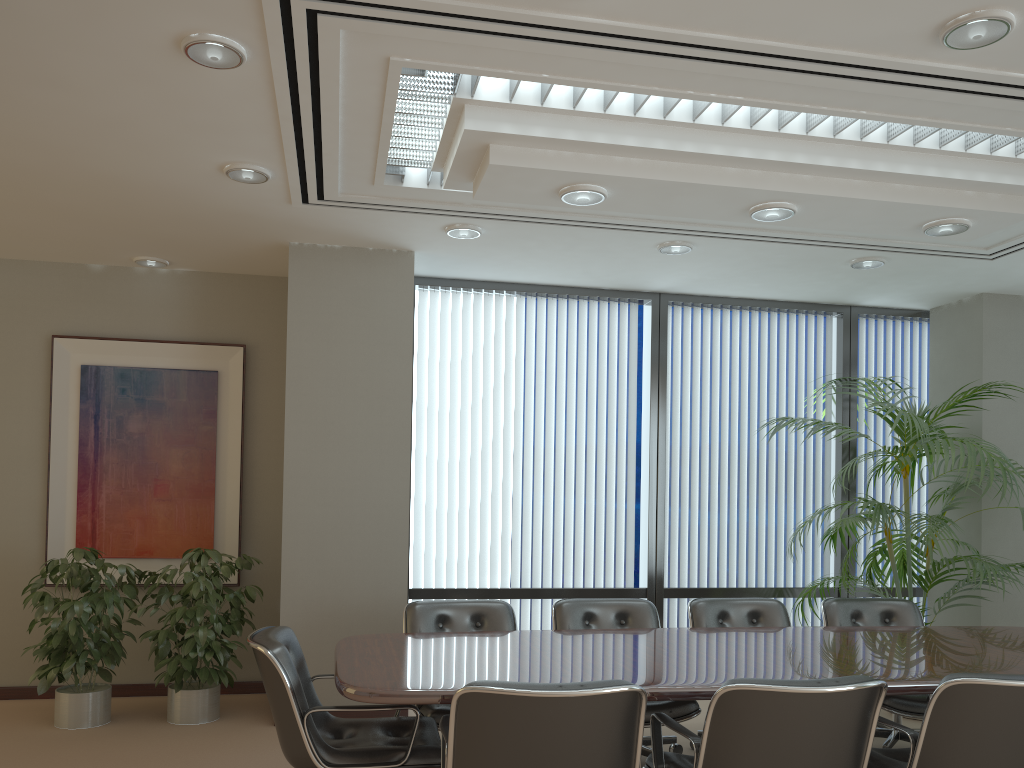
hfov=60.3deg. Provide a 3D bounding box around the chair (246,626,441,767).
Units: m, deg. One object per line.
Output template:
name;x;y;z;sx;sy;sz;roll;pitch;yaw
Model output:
chair;-0.708;1.497;3.783;0.853;0.855;0.763;2;-4;-11

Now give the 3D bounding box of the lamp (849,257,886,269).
lamp;2.334;-0.788;5.788;0.225;0.035;0.227;-1;-7;13

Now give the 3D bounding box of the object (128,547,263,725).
object;-2.034;1.601;5.686;0.736;1.089;0.802;0;-4;20

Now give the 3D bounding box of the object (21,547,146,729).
object;-2.643;1.566;5.498;0.737;1.089;0.801;3;-4;-30

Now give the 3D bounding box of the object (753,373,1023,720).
object;2.832;1.065;6.259;2.166;2.469;2.101;0;-4;9

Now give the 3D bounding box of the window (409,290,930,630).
window;3.276;0.752;5.909;7.382;2.900;3.550;-3;-7;34

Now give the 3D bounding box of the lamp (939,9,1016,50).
lamp;1.544;-1.169;2.931;0.225;0.035;0.227;-1;-7;13

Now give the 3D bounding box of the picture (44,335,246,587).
picture;-2.575;0.559;6.239;1.296;1.740;0.058;2;-1;-11

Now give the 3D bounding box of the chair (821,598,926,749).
chair;2.282;1.739;5.236;0.759;0.855;0.857;1;-4;-6

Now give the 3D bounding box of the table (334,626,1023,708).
table;1.220;1.640;4.200;4.070;0.746;1.517;2;-6;-11

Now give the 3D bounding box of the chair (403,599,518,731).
chair;-0.215;1.629;4.738;0.759;0.855;0.857;2;-4;-16

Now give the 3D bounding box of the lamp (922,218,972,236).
lamp;2.179;-0.779;4.422;0.225;0.035;0.227;-1;-7;13

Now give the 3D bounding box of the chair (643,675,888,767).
chair;0.940;1.466;3.303;0.759;0.855;0.857;2;-4;-11

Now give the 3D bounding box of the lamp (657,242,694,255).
lamp;1.024;-0.846;5.526;0.225;0.035;0.227;-1;-7;13

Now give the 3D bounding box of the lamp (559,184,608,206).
lamp;0.327;-0.861;4.051;0.225;0.035;0.227;0;-7;6

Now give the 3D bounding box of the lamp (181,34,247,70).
lamp;-1.070;-1.187;3.169;0.225;0.035;0.227;2;-7;-8

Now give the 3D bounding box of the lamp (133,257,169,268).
lamp;-2.498;-0.837;6.102;0.225;0.035;0.227;1;-7;-1

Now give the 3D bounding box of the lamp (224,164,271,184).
lamp;-1.312;-1.037;4.374;0.225;0.035;0.227;0;-7;6

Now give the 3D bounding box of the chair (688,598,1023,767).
chair;1.607;1.605;4.290;0.759;0.852;2.545;2;-7;-11

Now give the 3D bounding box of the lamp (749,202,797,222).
lamp;1.253;-0.820;4.237;0.225;0.035;0.227;-1;-7;13

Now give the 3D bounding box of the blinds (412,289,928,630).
blinds;1.680;0.849;6.949;4.896;2.900;0.032;2;-1;-11

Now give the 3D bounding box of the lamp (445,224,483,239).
lamp;-0.287;-0.904;5.263;0.225;0.035;0.227;0;-7;6

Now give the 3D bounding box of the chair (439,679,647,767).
chair;0.068;1.434;3.174;0.753;0.855;0.862;2;-4;-7

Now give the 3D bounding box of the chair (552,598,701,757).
chair;0.610;1.671;4.944;0.759;0.855;0.857;2;-4;-11
